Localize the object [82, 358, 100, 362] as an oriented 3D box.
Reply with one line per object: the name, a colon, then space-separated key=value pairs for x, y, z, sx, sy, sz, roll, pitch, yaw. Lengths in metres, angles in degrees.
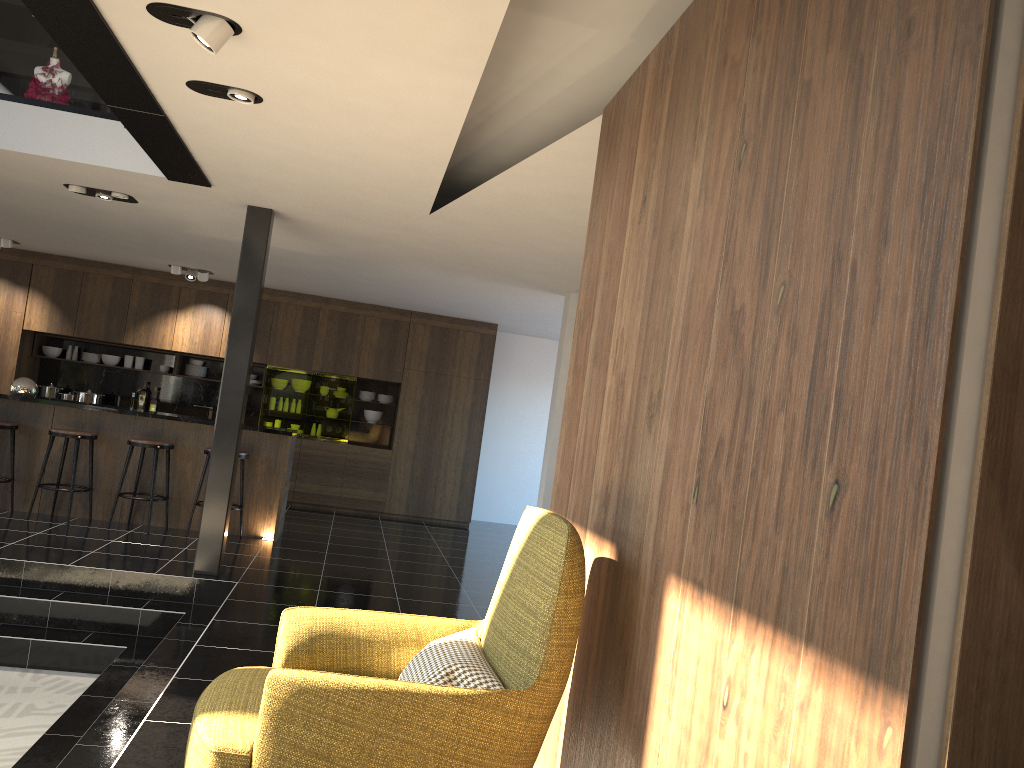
object: x=-5.409 y=-0.295 z=11.392 sx=0.220 sy=0.033 sz=0.220 roll=8 pitch=-3 yaw=-13

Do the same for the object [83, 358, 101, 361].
object: x=-5.408 y=-0.307 z=11.392 sx=0.220 sy=0.033 sz=0.220 roll=8 pitch=-3 yaw=-13

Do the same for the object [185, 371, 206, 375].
object: x=-4.173 y=-0.135 z=11.688 sx=0.268 sy=0.024 sz=0.269 roll=6 pitch=-3 yaw=28

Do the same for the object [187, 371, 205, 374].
object: x=-4.172 y=-0.144 z=11.688 sx=0.268 sy=0.024 sz=0.269 roll=6 pitch=-3 yaw=28

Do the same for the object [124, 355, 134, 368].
object: x=-4.954 y=-0.286 z=11.457 sx=0.109 sy=0.161 sz=0.109 roll=9 pitch=-3 yaw=-27

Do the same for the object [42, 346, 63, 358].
object: x=-5.875 y=-0.402 z=11.320 sx=0.234 sy=0.138 sz=0.234 roll=8 pitch=-3 yaw=-7

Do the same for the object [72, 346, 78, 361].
object: x=-5.596 y=-0.392 z=11.369 sx=0.060 sy=0.185 sz=0.060 roll=10 pitch=-3 yaw=-41

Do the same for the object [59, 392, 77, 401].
object: x=-5.565 y=0.173 z=11.149 sx=0.195 sy=0.143 sz=0.210 roll=6 pitch=-3 yaw=38

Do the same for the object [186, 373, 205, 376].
object: x=-4.176 y=-0.117 z=11.687 sx=0.268 sy=0.024 sz=0.269 roll=6 pitch=-3 yaw=28

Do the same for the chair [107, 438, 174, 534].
chair: x=-3.295 y=0.906 z=7.957 sx=0.412 sy=0.799 sz=0.413 roll=8 pitch=-2 yaw=0

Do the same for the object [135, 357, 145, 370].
object: x=-4.823 y=-0.266 z=11.480 sx=0.109 sy=0.161 sz=0.109 roll=8 pitch=-2 yaw=3

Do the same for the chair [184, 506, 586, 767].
chair: x=-0.365 y=0.869 z=2.555 sx=1.031 sy=1.097 sz=0.807 roll=8 pitch=-3 yaw=-11

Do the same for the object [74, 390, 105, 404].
object: x=-5.290 y=0.178 z=11.080 sx=0.278 sy=0.218 sz=0.301 roll=7 pitch=-3 yaw=23

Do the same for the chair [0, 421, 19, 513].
chair: x=-4.583 y=0.718 z=7.732 sx=0.412 sy=0.799 sz=0.413 roll=8 pitch=-2 yaw=0

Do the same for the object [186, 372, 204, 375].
object: x=-4.174 y=-0.127 z=11.687 sx=0.268 sy=0.024 sz=0.269 roll=6 pitch=-3 yaw=28

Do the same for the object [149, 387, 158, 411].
object: x=-4.691 y=0.236 z=11.612 sx=0.077 sy=0.394 sz=0.077 roll=6 pitch=-3 yaw=32

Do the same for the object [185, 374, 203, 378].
object: x=-4.178 y=-0.100 z=11.686 sx=0.268 sy=0.024 sz=0.269 roll=6 pitch=-3 yaw=28

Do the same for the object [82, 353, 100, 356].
object: x=-5.400 y=-0.363 z=11.394 sx=0.220 sy=0.033 sz=0.220 roll=8 pitch=-3 yaw=-13

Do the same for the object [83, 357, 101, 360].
object: x=-5.406 y=-0.317 z=11.393 sx=0.220 sy=0.033 sz=0.220 roll=8 pitch=-3 yaw=-13

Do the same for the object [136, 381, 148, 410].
object: x=-4.841 y=0.185 z=11.578 sx=0.133 sy=0.451 sz=0.116 roll=8 pitch=-2 yaw=-10

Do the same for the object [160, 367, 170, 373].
object: x=-4.529 y=-0.177 z=11.554 sx=0.122 sy=0.072 sz=0.122 roll=7 pitch=-3 yaw=16

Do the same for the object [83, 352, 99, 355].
object: x=-5.398 y=-0.375 z=11.395 sx=0.220 sy=0.033 sz=0.220 roll=8 pitch=-3 yaw=-13

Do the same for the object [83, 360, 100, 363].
object: x=-5.411 y=-0.282 z=11.391 sx=0.220 sy=0.033 sz=0.220 roll=8 pitch=-3 yaw=-13

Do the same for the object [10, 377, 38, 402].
object: x=-4.420 y=0.053 z=8.035 sx=0.227 sy=0.228 sz=0.228 roll=6 pitch=-3 yaw=41

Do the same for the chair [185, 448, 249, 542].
chair: x=-2.651 y=1.000 z=8.069 sx=0.412 sy=0.799 sz=0.413 roll=8 pitch=-2 yaw=0

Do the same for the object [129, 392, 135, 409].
object: x=-4.949 y=0.252 z=11.554 sx=0.057 sy=0.287 sz=0.058 roll=8 pitch=-2 yaw=3

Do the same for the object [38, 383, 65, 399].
object: x=-5.826 y=0.102 z=11.197 sx=0.236 sy=0.217 sz=0.255 roll=6 pitch=-3 yaw=38

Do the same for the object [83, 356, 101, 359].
object: x=-5.405 y=-0.330 z=11.393 sx=0.220 sy=0.033 sz=0.220 roll=8 pitch=-3 yaw=-13

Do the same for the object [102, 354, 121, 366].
object: x=-5.178 y=-0.299 z=11.441 sx=0.234 sy=0.138 sz=0.234 roll=7 pitch=-3 yaw=10

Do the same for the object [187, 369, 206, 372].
object: x=-4.168 y=-0.171 z=11.689 sx=0.268 sy=0.024 sz=0.269 roll=6 pitch=-3 yaw=28

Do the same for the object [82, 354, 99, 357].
object: x=-5.402 y=-0.350 z=11.394 sx=0.220 sy=0.033 sz=0.220 roll=8 pitch=-3 yaw=-13

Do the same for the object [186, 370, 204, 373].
object: x=-4.171 y=-0.155 z=11.688 sx=0.268 sy=0.024 sz=0.269 roll=6 pitch=-3 yaw=28

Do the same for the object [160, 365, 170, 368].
object: x=-4.525 y=-0.202 z=11.555 sx=0.122 sy=0.072 sz=0.122 roll=7 pitch=-3 yaw=16

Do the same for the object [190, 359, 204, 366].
object: x=-4.158 y=-0.269 z=11.692 sx=0.168 sy=0.087 sz=0.168 roll=7 pitch=-3 yaw=10

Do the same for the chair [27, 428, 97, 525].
chair: x=-3.939 y=0.812 z=7.844 sx=0.412 sy=0.799 sz=0.413 roll=8 pitch=-2 yaw=0

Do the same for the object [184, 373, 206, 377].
object: x=-4.177 y=-0.108 z=11.687 sx=0.268 sy=0.024 sz=0.269 roll=6 pitch=-3 yaw=28

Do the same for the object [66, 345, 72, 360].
object: x=-5.670 y=-0.402 z=11.356 sx=0.060 sy=0.185 sz=0.060 roll=7 pitch=-2 yaw=22

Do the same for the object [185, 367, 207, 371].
object: x=-4.166 y=-0.190 z=11.690 sx=0.268 sy=0.024 sz=0.269 roll=6 pitch=-3 yaw=28

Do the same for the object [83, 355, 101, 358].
object: x=-5.403 y=-0.340 z=11.393 sx=0.220 sy=0.033 sz=0.220 roll=8 pitch=-3 yaw=-13
